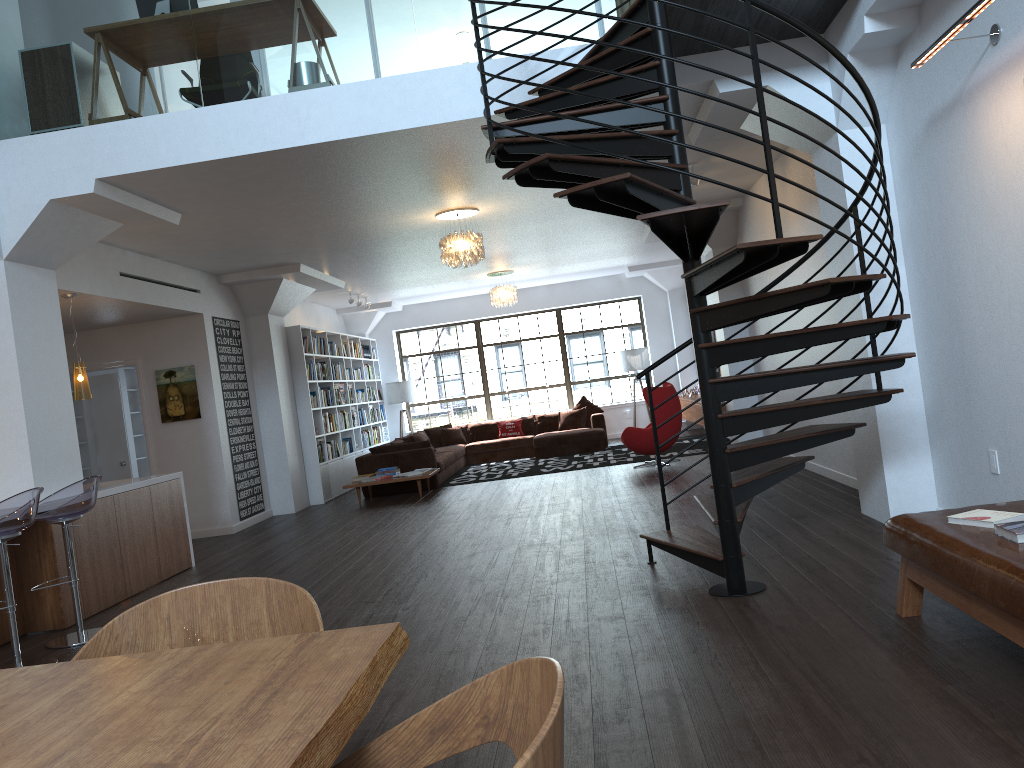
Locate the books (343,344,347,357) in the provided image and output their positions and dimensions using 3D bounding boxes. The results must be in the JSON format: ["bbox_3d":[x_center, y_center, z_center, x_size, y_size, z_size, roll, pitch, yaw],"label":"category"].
[{"bbox_3d":[-2.741,-0.518,14.157,0.161,0.207,0.130,-8,0,4],"label":"books"}]

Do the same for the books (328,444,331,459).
[{"bbox_3d":[-2.658,0.972,12.570,0.161,0.223,0.033,-8,0,4],"label":"books"}]

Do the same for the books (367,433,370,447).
[{"bbox_3d":[-2.493,0.946,14.905,0.174,0.240,0.045,-8,0,4],"label":"books"}]

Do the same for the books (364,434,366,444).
[{"bbox_3d":[-2.502,0.941,14.641,0.160,0.250,0.026,-8,0,4],"label":"books"}]

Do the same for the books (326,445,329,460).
[{"bbox_3d":[-2.674,0.960,12.453,0.160,0.251,0.031,-8,0,4],"label":"books"}]

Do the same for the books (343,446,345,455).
[{"bbox_3d":[-2.595,0.987,13.350,0.128,0.178,0.021,-8,0,4],"label":"books"}]

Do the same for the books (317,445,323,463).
[{"bbox_3d":[-2.690,0.967,12.086,0.174,0.240,0.054,-8,0,4],"label":"books"}]

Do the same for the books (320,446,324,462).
[{"bbox_3d":[-2.679,0.974,12.161,0.161,0.223,0.032,-8,0,4],"label":"books"}]

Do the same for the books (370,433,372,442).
[{"bbox_3d":[-2.472,0.952,15.094,0.161,0.223,0.027,-8,0,4],"label":"books"}]

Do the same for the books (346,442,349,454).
[{"bbox_3d":[-2.574,0.988,13.577,0.126,0.173,0.032,-8,0,4],"label":"books"}]

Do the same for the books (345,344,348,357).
[{"bbox_3d":[-2.736,-0.528,14.268,0.161,0.223,0.032,-8,0,4],"label":"books"}]

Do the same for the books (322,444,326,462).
[{"bbox_3d":[-2.686,0.960,12.281,0.180,0.251,0.048,-8,0,4],"label":"books"}]

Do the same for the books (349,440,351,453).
[{"bbox_3d":[-2.567,0.972,13.693,0.146,0.202,0.027,-8,0,4],"label":"books"}]

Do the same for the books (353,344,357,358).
[{"bbox_3d":[-2.700,-0.543,14.843,0.171,0.246,0.057,-8,0,4],"label":"books"}]

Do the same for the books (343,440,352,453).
[{"bbox_3d":[-2.565,0.972,13.775,0.146,0.202,0.027,-8,0,4],"label":"books"}]

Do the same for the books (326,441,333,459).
[{"bbox_3d":[-2.661,0.956,12.639,0.183,0.253,0.042,-8,0,4],"label":"books"}]

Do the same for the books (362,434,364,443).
[{"bbox_3d":[-2.521,0.953,14.544,0.168,0.231,0.037,-8,0,4],"label":"books"}]

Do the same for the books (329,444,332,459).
[{"bbox_3d":[-2.650,0.979,12.601,0.161,0.223,0.030,-8,0,4],"label":"books"}]

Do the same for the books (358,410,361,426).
[{"bbox_3d":[-2.570,0.566,14.455,0.182,0.255,0.077,-8,0,4],"label":"books"}]

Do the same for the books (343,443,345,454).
[{"bbox_3d":[-2.600,0.985,13.377,0.134,0.184,0.030,-8,0,4],"label":"books"}]

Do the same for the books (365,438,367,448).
[{"bbox_3d":[-2.496,0.954,14.666,0.161,0.223,0.026,-8,0,4],"label":"books"}]

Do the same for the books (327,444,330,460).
[{"bbox_3d":[-2.661,0.972,12.483,0.161,0.223,0.032,-8,0,4],"label":"books"}]

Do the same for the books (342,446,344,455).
[{"bbox_3d":[-2.604,0.978,13.308,0.127,0.200,0.020,-8,0,4],"label":"books"}]

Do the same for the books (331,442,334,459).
[{"bbox_3d":[-2.651,0.959,12.712,0.171,0.246,0.039,-8,0,4],"label":"books"}]

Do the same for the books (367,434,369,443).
[{"bbox_3d":[-2.487,0.953,14.869,0.161,0.223,0.027,-8,0,4],"label":"books"}]

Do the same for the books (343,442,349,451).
[{"bbox_3d":[-2.572,0.985,13.604,0.128,0.178,0.021,-8,0,4],"label":"books"}]

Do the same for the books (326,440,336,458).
[{"bbox_3d":[-2.652,0.953,12.791,0.180,0.259,0.042,-8,0,4],"label":"books"}]

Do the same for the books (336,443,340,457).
[{"bbox_3d":[-2.632,0.963,12.967,0.174,0.236,0.142,-8,0,4],"label":"books"}]

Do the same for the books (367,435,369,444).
[{"bbox_3d":[-2.493,0.942,14.827,0.171,0.246,0.057,-8,0,4],"label":"books"}]

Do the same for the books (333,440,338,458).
[{"bbox_3d":[-2.639,0.955,12.877,0.183,0.253,0.042,-8,0,4],"label":"books"}]

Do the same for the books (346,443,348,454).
[{"bbox_3d":[-2.568,0.990,13.527,0.107,0.167,0.017,-8,0,4],"label":"books"}]

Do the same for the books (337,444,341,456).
[{"bbox_3d":[-2.619,0.976,13.023,0.161,0.207,0.135,-8,0,4],"label":"books"}]

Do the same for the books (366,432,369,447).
[{"bbox_3d":[-2.494,0.939,14.782,0.183,0.253,0.034,-8,0,4],"label":"books"}]

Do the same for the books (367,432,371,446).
[{"bbox_3d":[-2.480,0.937,14.943,0.183,0.253,0.034,-8,0,4],"label":"books"}]

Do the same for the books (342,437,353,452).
[{"bbox_3d":[-2.565,0.958,13.860,0.140,0.231,0.042,-8,0,4],"label":"books"}]

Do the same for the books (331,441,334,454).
[{"bbox_3d":[-2.651,0.957,12.751,0.160,0.251,0.039,-8,0,4],"label":"books"}]

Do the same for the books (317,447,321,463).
[{"bbox_3d":[-2.692,0.975,12.042,0.161,0.223,0.032,-8,0,4],"label":"books"}]

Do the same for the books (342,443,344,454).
[{"bbox_3d":[-2.594,0.987,13.329,0.128,0.178,0.022,-8,0,4],"label":"books"}]

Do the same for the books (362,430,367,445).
[{"bbox_3d":[-2.506,0.922,14.706,0.176,0.290,0.053,-8,0,4],"label":"books"}]

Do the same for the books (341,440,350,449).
[{"bbox_3d":[-2.577,0.974,13.666,0.146,0.202,0.027,-8,0,4],"label":"books"}]

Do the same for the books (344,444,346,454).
[{"bbox_3d":[-2.577,0.998,13.438,0.110,0.153,0.019,-8,0,4],"label":"books"}]

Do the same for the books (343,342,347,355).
[{"bbox_3d":[-2.749,-0.540,14.238,0.160,0.251,0.031,-8,0,4],"label":"books"}]

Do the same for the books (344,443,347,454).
[{"bbox_3d":[-2.578,0.992,13.476,0.120,0.167,0.020,-8,0,4],"label":"books"}]

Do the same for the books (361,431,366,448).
[{"bbox_3d":[-2.522,0.927,14.596,0.198,0.284,0.066,-8,0,4],"label":"books"}]

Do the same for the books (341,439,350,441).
[{"bbox_3d":[-2.580,0.972,13.815,0.144,0.207,0.048,-8,0,4],"label":"books"}]

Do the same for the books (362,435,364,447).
[{"bbox_3d":[-2.512,0.956,14.512,0.161,0.223,0.026,-8,0,4],"label":"books"}]

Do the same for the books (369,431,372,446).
[{"bbox_3d":[-2.482,0.935,15.026,0.180,0.259,0.060,-8,0,4],"label":"books"}]

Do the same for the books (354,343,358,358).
[{"bbox_3d":[-2.697,-0.547,14.925,0.183,0.253,0.034,-8,0,4],"label":"books"}]

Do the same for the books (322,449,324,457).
[{"bbox_3d":[-2.686,0.975,12.235,0.161,0.223,0.033,-8,0,4],"label":"books"}]

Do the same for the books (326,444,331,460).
[{"bbox_3d":[-2.668,0.969,12.527,0.176,0.231,0.053,-8,0,4],"label":"books"}]

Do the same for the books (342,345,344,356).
[{"bbox_3d":[-2.761,-0.540,14.016,0.183,0.253,0.042,-8,0,4],"label":"books"}]

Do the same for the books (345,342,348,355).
[{"bbox_3d":[-2.741,-0.541,14.304,0.160,0.251,0.039,-8,0,4],"label":"books"}]

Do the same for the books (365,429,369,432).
[{"bbox_3d":[-2.489,0.920,14.978,0.176,0.290,0.036,-8,0,4],"label":"books"}]

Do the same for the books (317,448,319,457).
[{"bbox_3d":[-2.706,0.963,12.012,0.160,0.251,0.031,-8,0,4],"label":"books"}]

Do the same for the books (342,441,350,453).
[{"bbox_3d":[-2.574,0.978,13.633,0.139,0.191,0.036,-8,0,4],"label":"books"}]

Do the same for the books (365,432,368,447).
[{"bbox_3d":[-2.500,0.940,14.749,0.183,0.253,0.034,-8,0,4],"label":"books"}]

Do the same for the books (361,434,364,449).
[{"bbox_3d":[-2.526,0.949,14.477,0.174,0.240,0.045,-8,0,4],"label":"books"}]

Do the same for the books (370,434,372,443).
[{"bbox_3d":[-2.475,0.938,15.068,0.160,0.250,0.026,-8,0,4],"label":"books"}]

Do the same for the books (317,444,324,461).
[{"bbox_3d":[-2.693,0.961,12.198,0.183,0.253,0.042,-8,0,4],"label":"books"}]
